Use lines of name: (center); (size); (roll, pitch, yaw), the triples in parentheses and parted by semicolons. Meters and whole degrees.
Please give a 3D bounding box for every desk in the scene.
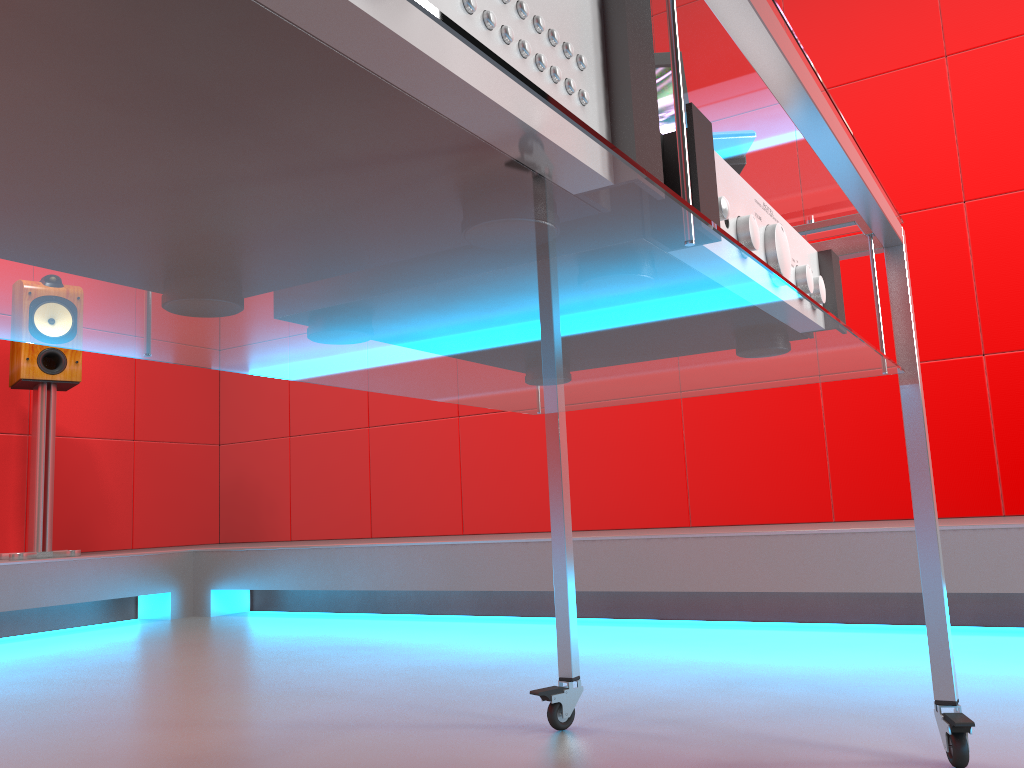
desk: (-0.113, 0.073, 0.598); (0.594, 0.690, 1.617); (-8, -10, 31)

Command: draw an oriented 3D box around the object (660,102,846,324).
object: (0.072, -0.086, 0.821); (0.365, 0.092, 0.435); (-8, -10, 31)

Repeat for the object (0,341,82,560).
object: (-1.756, 0.115, 3.327); (0.231, 1.058, 0.265); (4, -11, -38)

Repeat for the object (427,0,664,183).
object: (-0.184, -0.169, 0.408); (0.371, 0.158, 0.431); (-8, -10, 31)
